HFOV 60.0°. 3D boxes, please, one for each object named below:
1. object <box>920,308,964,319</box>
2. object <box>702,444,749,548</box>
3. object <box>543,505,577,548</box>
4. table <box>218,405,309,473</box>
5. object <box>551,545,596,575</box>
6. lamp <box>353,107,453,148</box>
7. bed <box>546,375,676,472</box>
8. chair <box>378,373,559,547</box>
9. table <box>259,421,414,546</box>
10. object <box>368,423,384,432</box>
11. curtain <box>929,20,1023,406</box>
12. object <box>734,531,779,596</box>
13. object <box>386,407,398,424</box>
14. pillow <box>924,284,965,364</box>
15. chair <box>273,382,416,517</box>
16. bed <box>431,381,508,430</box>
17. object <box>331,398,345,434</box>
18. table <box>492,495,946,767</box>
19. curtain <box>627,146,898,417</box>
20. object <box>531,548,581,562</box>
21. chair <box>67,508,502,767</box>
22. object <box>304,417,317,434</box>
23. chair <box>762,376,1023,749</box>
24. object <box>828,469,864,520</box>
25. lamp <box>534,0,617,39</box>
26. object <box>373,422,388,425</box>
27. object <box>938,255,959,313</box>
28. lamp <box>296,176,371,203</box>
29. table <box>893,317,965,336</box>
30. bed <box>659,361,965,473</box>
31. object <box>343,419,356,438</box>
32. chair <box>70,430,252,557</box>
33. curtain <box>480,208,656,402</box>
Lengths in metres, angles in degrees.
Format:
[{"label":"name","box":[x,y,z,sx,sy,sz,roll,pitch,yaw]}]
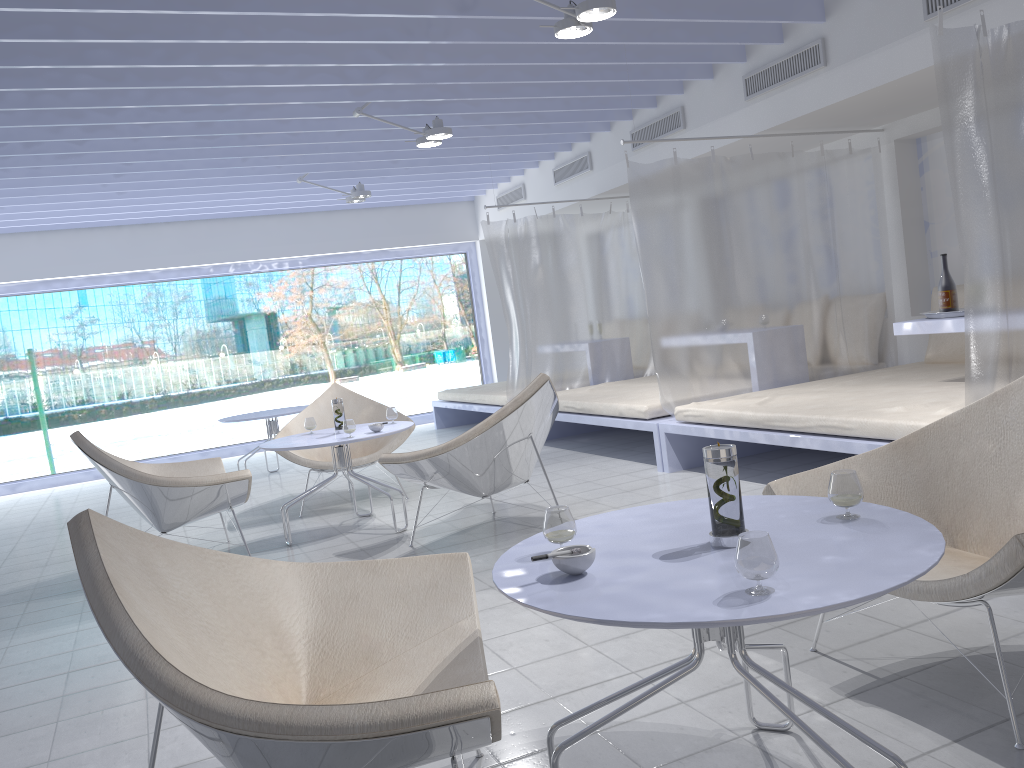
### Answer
[{"label":"object","box":[2.248,-0.359,4.458,0.275,0.031,0.429,-9,4,-21]},{"label":"object","box":[0.403,0.211,1.681,0.075,0.185,0.075,-5,4,30]},{"label":"object","box":[0.095,0.292,1.766,0.068,0.091,0.068,-10,5,-33]},{"label":"table","box":[-1.954,0.499,7.309,0.825,0.534,0.823,-6,4,24]},{"label":"object","box":[0.113,0.324,1.613,0.082,0.043,0.082,-9,4,-21]},{"label":"lamp","box":[-0.707,-1.653,5.657,0.587,0.218,0.380,-9,4,-23]},{"label":"bed","box":[1.360,0.162,6.714,2.016,0.427,2.200,-9,4,-23]},{"label":"chair","box":[-0.076,0.343,4.313,0.753,0.759,0.906,-4,5,37]},{"label":"table","box":[-0.905,0.533,4.795,0.825,0.534,0.823,-10,5,-32]},{"label":"object","box":[-0.701,0.228,4.596,0.082,0.043,0.082,-5,5,35]},{"label":"curtain","box":[2.494,-0.676,3.590,2.050,1.552,0.151,-9,4,-23]},{"label":"object","box":[0.383,0.280,1.387,0.068,0.091,0.068,-10,5,-33]},{"label":"object","box":[-0.669,0.176,4.945,0.068,0.091,0.068,-10,4,-30]},{"label":"pillow","box":[2.816,-0.370,5.553,0.230,0.521,0.524,-9,4,-21]},{"label":"chair","box":[-1.094,0.376,5.784,0.906,0.759,0.753,-8,4,-12]},{"label":"bed","box":[0.510,0.137,8.754,2.022,0.422,2.200,-9,4,-23]},{"label":"object","box":[-0.937,0.171,4.803,0.075,0.189,0.075,-10,4,-31]},{"label":"table","box":[0.405,0.572,1.711,0.823,0.534,0.825,-4,5,44]},{"label":"curtain","box":[1.673,-0.686,5.631,1.998,1.559,0.125,-9,4,-24]},{"label":"object","box":[0.080,0.309,1.604,0.098,0.016,0.012,-9,4,-23]},{"label":"chair","box":[-0.422,0.564,1.714,0.753,0.759,0.906,-8,4,-5]},{"label":"object","box":[-1.132,0.234,4.979,0.068,0.091,0.068,-7,4,0]},{"label":"chair","box":[1.203,0.319,2.222,0.753,0.759,0.906,-9,4,-19]},{"label":"object","box":[0.661,0.219,1.757,0.068,0.091,0.068,-10,5,-33]},{"label":"lamp","box":[0.110,-1.629,3.734,0.587,0.218,0.380,-9,4,-23]},{"label":"object","box":[-0.680,0.207,4.573,0.098,0.016,0.012,-5,5,33]},{"label":"object","box":[2.213,-0.510,4.518,0.092,0.302,0.092,-5,5,35]},{"label":"lamp","box":[-1.533,-1.677,7.599,0.587,0.218,0.380,-9,4,-23]},{"label":"table","box":[2.394,-0.116,4.191,0.416,0.450,1.065,-9,4,-23]},{"label":"bed","box":[2.238,0.188,4.690,2.022,0.422,2.200,-9,4,-23]},{"label":"object","box":[-0.824,0.226,4.498,0.068,0.091,0.068,-7,4,6]},{"label":"chair","box":[-1.770,0.552,4.477,0.753,0.759,0.906,-9,4,-27]},{"label":"curtain","box":[0.766,-0.727,7.655,2.050,1.552,0.151,-9,4,-23]}]
